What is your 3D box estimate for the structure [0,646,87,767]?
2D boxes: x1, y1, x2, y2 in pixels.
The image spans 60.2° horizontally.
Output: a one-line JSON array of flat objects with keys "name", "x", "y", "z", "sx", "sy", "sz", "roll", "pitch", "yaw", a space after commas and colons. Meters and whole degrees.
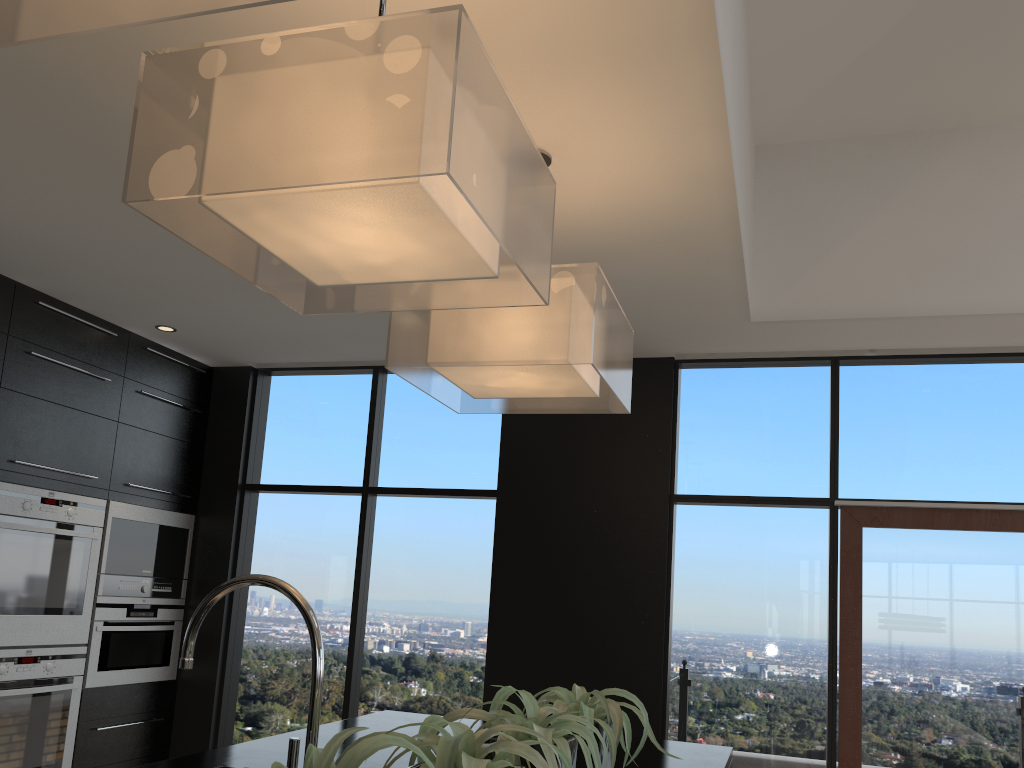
[{"name": "structure", "x": -2.214, "y": 1.538, "z": 3.935, "sx": 0.086, "sy": 0.695, "sz": 0.713, "roll": 1, "pitch": -12, "yaw": 17}]

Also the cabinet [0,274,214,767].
[{"name": "cabinet", "x": -3.004, "y": 0.411, "z": 2.450, "sx": 0.728, "sy": 2.480, "sz": 5.832, "roll": 1, "pitch": -13, "yaw": 17}]

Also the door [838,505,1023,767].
[{"name": "door", "x": 1.886, "y": 1.522, "z": 3.802, "sx": 0.897, "sy": 1.961, "sz": 0.096, "roll": 1, "pitch": -9, "yaw": 18}]

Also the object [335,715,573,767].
[{"name": "object", "x": -0.039, "y": 0.627, "z": 1.352, "sx": 0.399, "sy": 0.213, "sz": 0.412, "roll": -8, "pitch": -17, "yaw": 41}]

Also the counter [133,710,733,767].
[{"name": "counter", "x": -0.333, "y": 0.758, "z": 1.446, "sx": 1.179, "sy": 0.031, "sz": 3.172, "roll": -1, "pitch": -15, "yaw": 17}]

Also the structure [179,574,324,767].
[{"name": "structure", "x": -0.618, "y": 0.832, "z": 1.523, "sx": 0.655, "sy": 1.000, "sz": 2.827, "roll": 1, "pitch": -14, "yaw": 17}]

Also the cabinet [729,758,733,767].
[{"name": "cabinet", "x": -0.366, "y": 1.277, "z": 1.366, "sx": 1.179, "sy": 1.019, "sz": 3.172, "roll": 0, "pitch": -14, "yaw": 17}]

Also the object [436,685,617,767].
[{"name": "object", "x": 0.070, "y": 0.712, "z": 1.710, "sx": 0.399, "sy": 0.235, "sz": 0.412, "roll": -8, "pitch": -17, "yaw": 41}]

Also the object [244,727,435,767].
[{"name": "object", "x": -0.189, "y": 0.508, "z": 0.952, "sx": 0.408, "sy": 0.235, "sz": 0.403, "roll": -8, "pitch": -17, "yaw": 41}]

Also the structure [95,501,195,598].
[{"name": "structure", "x": -1.945, "y": 0.902, "z": 4.729, "sx": 0.026, "sy": 0.466, "sz": 0.688, "roll": 1, "pitch": -12, "yaw": 17}]

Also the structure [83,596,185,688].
[{"name": "structure", "x": -1.975, "y": 1.353, "z": 4.660, "sx": 0.070, "sy": 0.437, "sz": 0.690, "roll": 1, "pitch": -13, "yaw": 17}]

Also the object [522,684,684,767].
[{"name": "object", "x": 0.128, "y": 0.821, "z": 2.090, "sx": 0.408, "sy": 0.213, "sz": 0.403, "roll": -8, "pitch": -17, "yaw": 41}]

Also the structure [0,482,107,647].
[{"name": "structure", "x": -2.168, "y": 0.838, "z": 4.043, "sx": 0.086, "sy": 0.695, "sz": 0.713, "roll": 1, "pitch": -12, "yaw": 17}]
